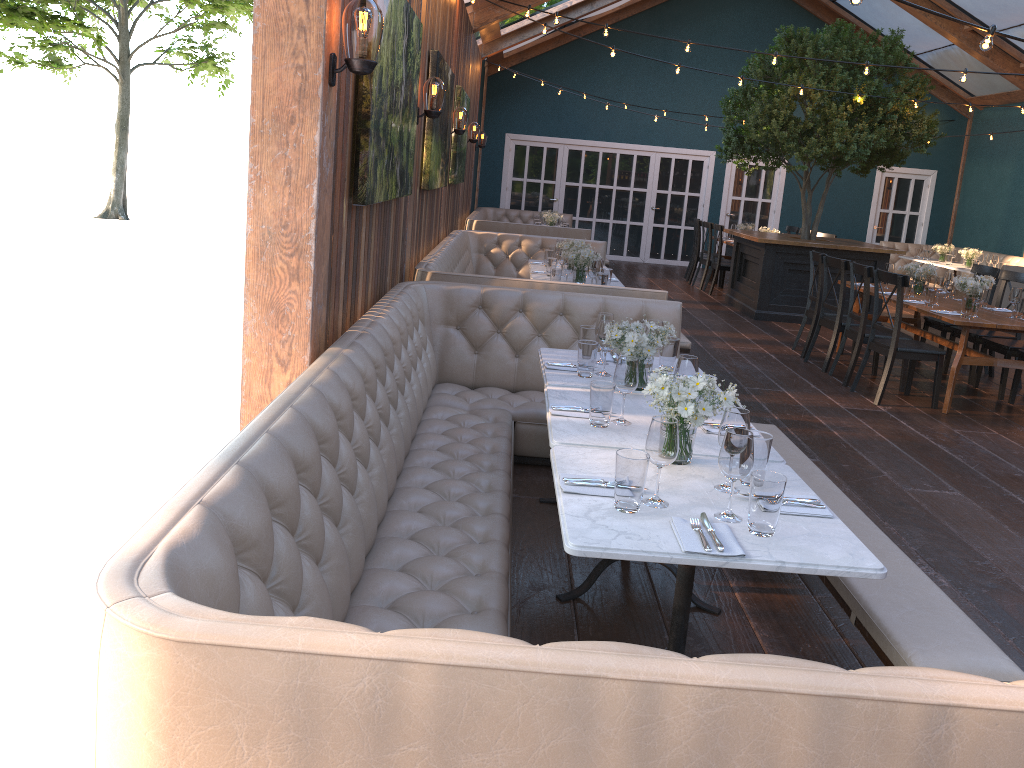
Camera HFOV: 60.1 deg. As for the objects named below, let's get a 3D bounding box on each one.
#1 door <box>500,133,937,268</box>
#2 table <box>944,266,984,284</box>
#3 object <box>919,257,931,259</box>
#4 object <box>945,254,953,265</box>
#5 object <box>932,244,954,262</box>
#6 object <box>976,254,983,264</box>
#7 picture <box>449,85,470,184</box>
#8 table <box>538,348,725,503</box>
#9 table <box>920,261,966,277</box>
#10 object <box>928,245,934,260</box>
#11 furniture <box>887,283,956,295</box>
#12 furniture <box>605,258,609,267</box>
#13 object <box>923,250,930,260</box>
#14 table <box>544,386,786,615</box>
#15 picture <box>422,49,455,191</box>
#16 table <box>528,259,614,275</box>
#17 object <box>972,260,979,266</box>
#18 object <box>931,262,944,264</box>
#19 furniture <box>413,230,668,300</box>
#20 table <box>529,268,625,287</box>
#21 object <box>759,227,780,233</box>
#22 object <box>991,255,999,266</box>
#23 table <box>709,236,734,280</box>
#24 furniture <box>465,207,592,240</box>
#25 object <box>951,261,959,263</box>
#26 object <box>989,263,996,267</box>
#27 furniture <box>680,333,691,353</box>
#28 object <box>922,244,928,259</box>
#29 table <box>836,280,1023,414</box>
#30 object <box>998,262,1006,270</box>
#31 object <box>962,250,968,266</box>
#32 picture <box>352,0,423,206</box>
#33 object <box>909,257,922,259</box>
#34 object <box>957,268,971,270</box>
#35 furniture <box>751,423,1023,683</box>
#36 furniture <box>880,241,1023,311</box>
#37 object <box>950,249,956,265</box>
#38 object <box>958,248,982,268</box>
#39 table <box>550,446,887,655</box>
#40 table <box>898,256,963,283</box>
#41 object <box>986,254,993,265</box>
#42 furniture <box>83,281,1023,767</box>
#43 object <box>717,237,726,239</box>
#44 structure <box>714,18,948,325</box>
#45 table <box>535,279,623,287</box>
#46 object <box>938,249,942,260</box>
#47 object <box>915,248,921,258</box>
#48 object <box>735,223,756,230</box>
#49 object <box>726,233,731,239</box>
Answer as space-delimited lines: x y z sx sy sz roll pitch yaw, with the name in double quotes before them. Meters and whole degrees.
"door" 3.859 -3.309 16.896 8.170 2.185 0.176 5 10 -1
"table" 6.908 -1.336 13.072 0.798 0.664 0.809 5 12 -2
"object" 6.943 -2.122 14.874 0.157 0.019 0.258 5 14 0
"object" 6.740 -1.917 13.661 0.092 0.156 0.093 2 11 -14
"object" 6.951 -2.126 14.281 0.336 0.306 0.332 -3 15 -35
"object" 6.830 -1.777 12.934 0.092 0.242 0.093 -5 14 -42
"picture" -0.575 -2.751 9.908 0.065 0.986 1.672 5 13 -1
"table" 0.506 0.263 4.199 0.798 0.664 0.809 5 12 -2
"table" 6.912 -1.531 13.876 0.798 0.664 0.809 5 12 0
"object" 6.844 -2.150 14.481 0.093 0.242 0.092 14 14 41
"furniture" 6.232 -1.457 13.904 0.313 0.394 2.359 5 13 -1
"furniture" 1.239 -1.876 13.860 0.313 0.394 2.359 5 13 -1
"object" 6.752 -2.100 14.423 0.092 0.156 0.093 2 11 -14
"table" 0.502 0.458 3.395 0.798 0.664 0.809 5 12 0
"picture" -0.585 -2.097 7.206 0.065 0.986 1.672 5 13 -1
"table" 0.533 -0.813 8.651 0.798 0.664 0.809 5 12 -2
"object" 6.739 -1.727 12.877 0.092 0.156 0.093 2 11 -14
"object" 6.686 -1.891 13.830 0.255 0.019 0.159 5 14 0
"furniture" 0.148 -0.743 7.830 1.709 0.849 4.212 5 13 -1
"table" 0.528 -0.619 7.847 0.798 0.664 0.809 5 12 0
"object" 3.852 -2.213 13.297 0.329 0.306 0.340 8 12 14
"object" 7.018 -1.745 12.873 0.092 0.242 0.093 -5 14 -42
"table" 3.773 -1.827 13.863 0.950 0.721 2.463 5 13 -1
"furniture" 0.184 -2.185 13.790 1.709 0.849 4.212 5 13 -1
"object" 7.205 -2.023 14.556 0.255 0.019 0.159 5 14 0
"object" 7.154 -1.763 13.172 0.092 0.156 0.093 2 11 -14
"furniture" 1.203 -0.429 7.877 0.313 0.394 2.359 5 13 -1
"object" 6.858 -2.207 14.719 0.093 0.242 0.092 14 14 41
"table" 3.737 -0.368 7.829 0.950 0.721 2.463 5 13 -1
"object" 7.079 -1.677 12.794 0.092 0.156 0.093 2 11 -14
"object" 7.074 -1.975 13.839 0.092 0.242 0.093 -5 14 -42
"picture" -0.595 -1.431 4.457 0.065 0.986 1.672 5 13 -1
"object" 6.699 -2.075 14.591 0.255 0.019 0.159 5 14 0
"object" 6.685 -1.701 13.045 0.255 0.019 0.159 5 14 0
"furniture" 1.177 0.648 3.424 0.313 0.394 2.359 5 13 -1
"furniture" 7.358 -1.580 13.840 1.709 0.849 4.212 5 13 -1
"object" 6.832 -1.967 13.719 0.092 0.242 0.093 -5 14 -42
"object" 6.960 -1.926 13.462 0.339 0.306 0.330 15 16 40
"table" 0.497 0.652 2.591 0.798 0.664 0.809 5 12 -1
"table" 6.917 -1.725 14.680 0.798 0.664 0.809 5 12 -1
"object" 7.070 -1.796 13.100 0.092 0.242 0.093 -5 14 -42
"furniture" 0.122 0.337 3.364 1.709 0.849 4.212 5 13 -1
"object" 3.482 -2.421 14.635 0.255 0.019 0.159 5 14 0
"structure" 3.893 -2.690 11.229 2.717 3.653 2.884 7 11 8
"table" 0.523 -0.425 7.043 0.798 0.664 0.809 5 12 -1
"object" 7.079 -2.166 14.628 0.093 0.242 0.092 14 14 41
"object" 6.790 -2.191 14.812 0.092 0.156 0.093 2 11 -14
"object" 3.791 -2.464 14.313 0.329 0.306 0.340 4 12 -3
"object" 3.536 -2.446 14.467 0.092 0.156 0.092 10 12 25
